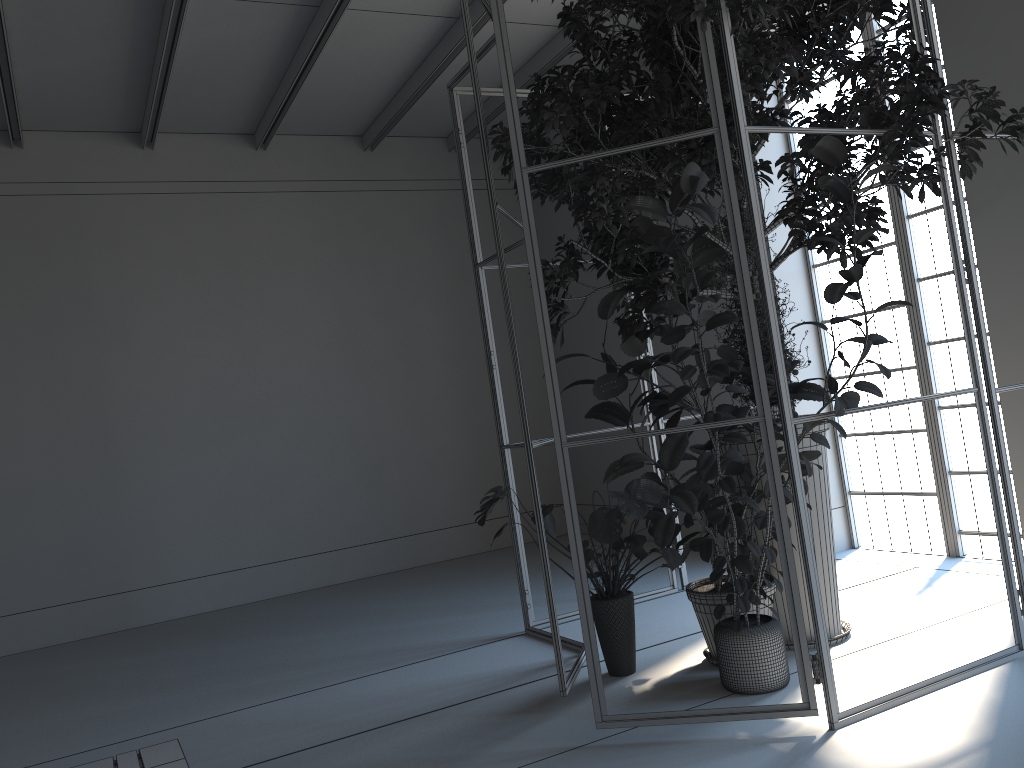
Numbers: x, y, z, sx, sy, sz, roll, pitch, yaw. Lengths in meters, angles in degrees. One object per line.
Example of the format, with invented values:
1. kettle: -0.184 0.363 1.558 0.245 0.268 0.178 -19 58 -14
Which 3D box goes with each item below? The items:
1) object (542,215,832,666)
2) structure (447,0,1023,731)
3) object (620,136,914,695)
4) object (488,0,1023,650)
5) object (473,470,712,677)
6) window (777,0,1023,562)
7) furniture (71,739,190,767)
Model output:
1. object: 0.829 0.262 4.363 1.270 2.157 0.868 -8 -2 4
2. structure: 1.123 -0.365 4.765 2.994 3.454 2.452 -7 -3 -27
3. object: 0.935 0.230 3.716 1.253 2.183 1.309 -8 -2 -16
4. object: 1.129 -0.773 4.329 2.486 4.154 2.243 -10 -3 35
5. object: 0.441 0.920 4.247 1.125 1.001 0.920 -7 -3 -29
6. window: 4.393 -1.129 2.261 0.070 3.834 9.755 -7 -3 -27
7. furniture: -0.838 1.266 2.056 0.300 0.478 1.260 -7 -3 -27
